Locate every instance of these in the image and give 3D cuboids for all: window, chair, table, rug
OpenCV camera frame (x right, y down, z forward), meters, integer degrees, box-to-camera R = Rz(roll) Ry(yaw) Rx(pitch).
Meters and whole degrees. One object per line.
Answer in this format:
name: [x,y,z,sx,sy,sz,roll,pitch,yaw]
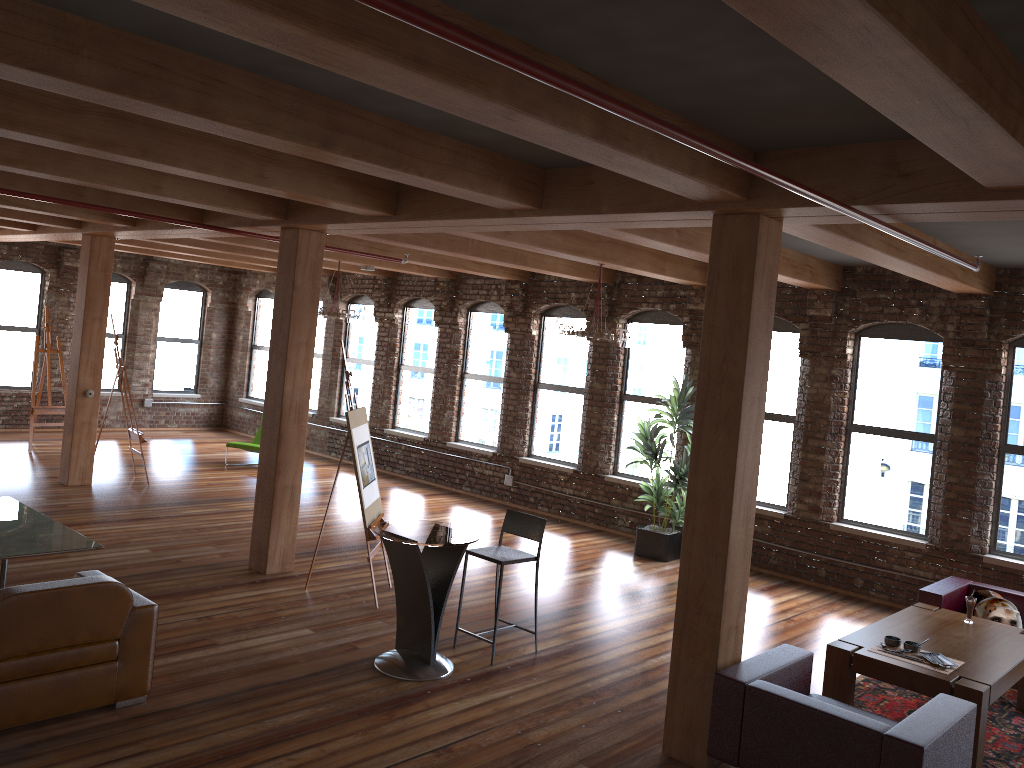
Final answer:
window: [-0.447,-0.123,13.014,0.970,2.215,0.236,6,0,42]
window: [-3.683,-0.566,15.979,0.970,2.215,0.231,6,0,42]
chair: [-2.692,1.398,4.960,0.832,0.735,1.062,7,2,42]
window: [1.710,0.173,11.035,0.970,2.215,0.235,6,0,42]
window: [2.789,0.320,10.045,0.970,2.215,0.235,6,0,42]
chair: [-3.854,0.862,13.744,0.681,0.796,0.955,6,2,17]
window: [-8.324,-0.949,14.729,0.221,2.227,0.966,5,0,42]
chair: [1.731,1.902,4.685,1.073,0.593,0.864,7,2,42]
table: [-0.622,1.461,6.013,0.720,0.924,0.723,5,1,-23]
window: [3.867,0.468,9.057,0.970,2.215,0.235,6,0,42]
window: [0.630,0.025,12.023,0.970,2.215,0.231,6,0,42]
window: [-1.528,-0.271,14.001,0.970,2.215,0.229,6,0,42]
rug: [2.816,2.250,5.870,1.347,0.009,2.458,8,3,42]
window: [4.945,0.616,8.068,0.970,2.215,0.235,6,0,42]
table: [2.867,1.980,5.909,0.902,0.550,1.747,7,3,42]
chair: [3.906,2.004,7.044,1.073,0.593,0.864,7,2,42]
window: [-4.782,-0.717,16.986,0.970,2.215,0.232,6,0,42]
window: [-7.337,-0.908,15.817,0.219,2.218,0.966,5,0,42]
chair: [-0.079,1.456,6.474,0.431,0.982,0.466,6,1,42]
table: [-3.877,1.303,6.471,1.875,0.560,0.938,8,3,42]
window: [-2.603,-0.418,14.989,0.970,2.215,0.232,6,0,42]
window: [-6.340,-0.861,16.914,0.219,2.218,0.966,5,0,42]

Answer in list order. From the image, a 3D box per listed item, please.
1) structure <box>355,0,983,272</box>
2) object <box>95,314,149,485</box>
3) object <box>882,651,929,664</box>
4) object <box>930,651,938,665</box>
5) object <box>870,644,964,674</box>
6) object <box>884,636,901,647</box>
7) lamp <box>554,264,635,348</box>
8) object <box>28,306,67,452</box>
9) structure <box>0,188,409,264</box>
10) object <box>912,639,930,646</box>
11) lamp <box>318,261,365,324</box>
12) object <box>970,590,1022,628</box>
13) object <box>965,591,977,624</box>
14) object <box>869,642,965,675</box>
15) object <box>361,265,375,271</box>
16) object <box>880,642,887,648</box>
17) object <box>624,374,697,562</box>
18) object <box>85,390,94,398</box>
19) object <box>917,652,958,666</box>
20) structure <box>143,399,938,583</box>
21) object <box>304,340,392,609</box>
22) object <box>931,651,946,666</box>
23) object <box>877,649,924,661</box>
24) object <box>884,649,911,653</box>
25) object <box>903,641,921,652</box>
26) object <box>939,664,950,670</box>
structure: [0.843,-0.907,3.419,0.051,0.112,6.796,6,2,42]
object: [-4.994,0.184,11.359,0.683,2.140,0.663,5,0,-38]
object: [2.412,1.675,5.430,0.271,0.008,0.007,7,2,38]
object: [2.582,1.674,5.422,0.007,0.008,0.270,6,3,16]
object: [2.501,1.686,5.484,0.472,0.003,0.331,8,3,42]
object: [2.438,1.649,5.673,0.098,0.043,0.099,5,2,-22]
lamp: [0.858,-0.802,8.896,0.809,0.815,0.810,5,1,-5]
object: [-7.011,-0.099,13.371,0.686,2.140,0.660,6,0,37]
structure: [-3.438,-1.493,7.344,0.051,0.112,6.796,6,2,42]
object: [2.559,1.637,5.592,0.137,0.080,0.045,6,1,8]
lamp: [-2.339,-1.240,11.827,0.809,0.815,0.810,5,1,-12]
object: [3.794,1.818,6.996,0.365,0.297,0.754,6,2,14]
object: [3.317,1.609,6.396,0.095,0.232,0.076,5,0,-15]
object: [2.501,1.686,5.485,0.470,0.001,0.352,8,3,42]
object: [-1.989,-1.605,12.229,0.148,0.072,0.145,7,3,42]
object: [2.352,1.655,5.601,0.018,0.021,0.059,5,2,-6]
object: [1.778,0.911,10.099,0.964,2.103,1.082,5,1,-35]
object: [-5.176,0.120,10.868,0.061,0.095,0.095,6,1,42]
object: [2.602,1.688,5.423,0.154,0.018,0.213,5,3,-3]
structure: [-0.812,1.148,13.039,13.737,0.313,1.631,7,3,35]
object: [-1.312,0.709,7.520,0.685,2.140,0.702,5,0,2]
object: [2.611,1.677,5.425,0.007,0.008,0.270,6,3,8]
object: [2.398,1.672,5.469,0.271,0.008,0.007,7,2,32]
object: [2.406,1.659,5.526,0.153,0.030,0.045,7,2,27]
object: [2.527,1.661,5.596,0.098,0.043,0.099,5,2,-10]
object: [2.581,1.691,5.286,0.059,0.021,0.018,7,1,29]
